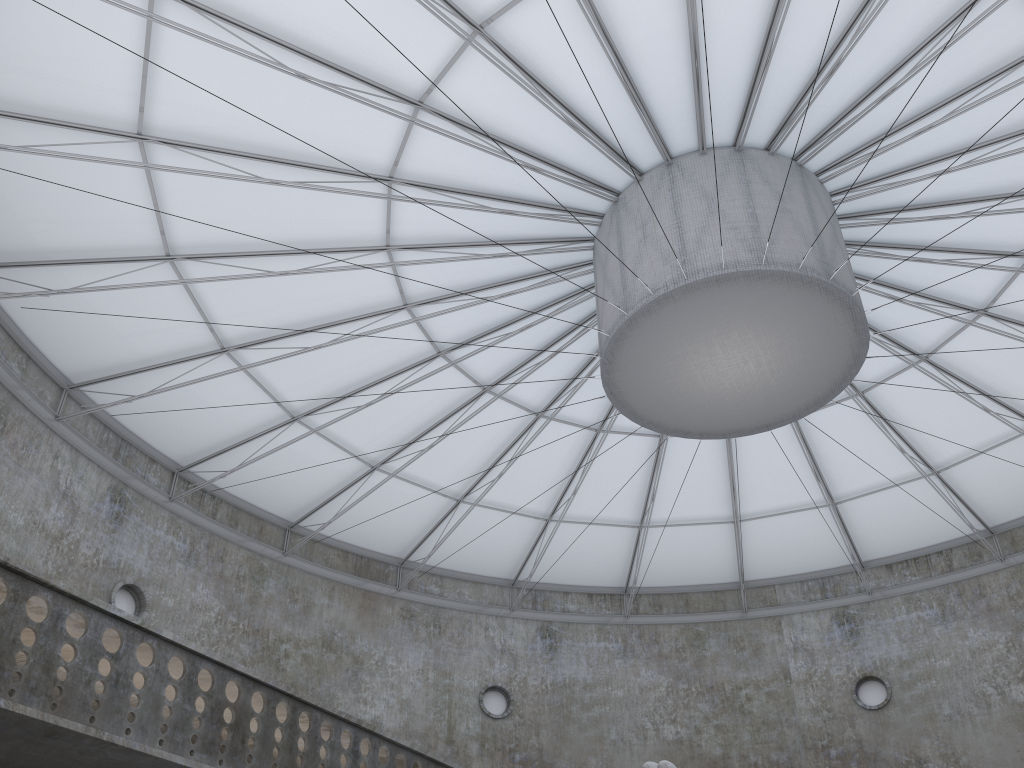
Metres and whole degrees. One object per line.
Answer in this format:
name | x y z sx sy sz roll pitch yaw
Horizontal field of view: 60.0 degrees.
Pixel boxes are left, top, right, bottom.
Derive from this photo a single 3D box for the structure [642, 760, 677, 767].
structure | 7.671 8.903 14.817 10.743 5.548 16.051 9 -37 -12
